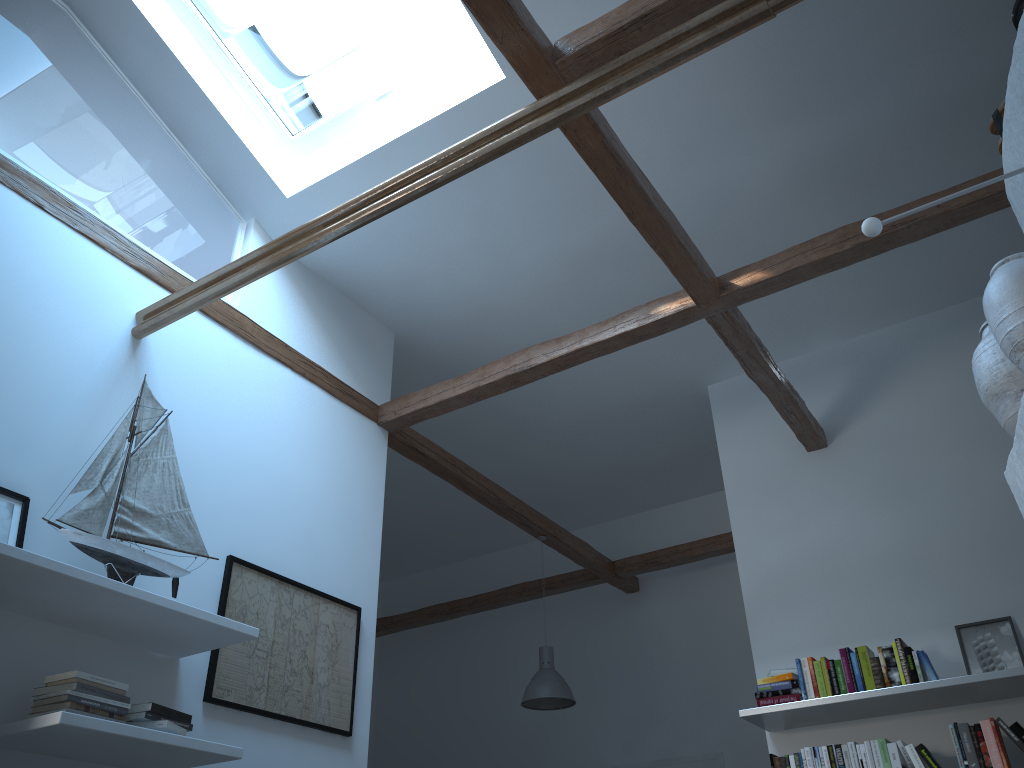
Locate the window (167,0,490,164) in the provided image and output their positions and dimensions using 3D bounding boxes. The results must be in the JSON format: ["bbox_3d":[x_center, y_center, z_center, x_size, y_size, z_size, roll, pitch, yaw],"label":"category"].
[{"bbox_3d":[-4.985,-0.519,3.273,8.018,4.249,5.959,-20,-37,26],"label":"window"}]

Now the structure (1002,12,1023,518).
[{"bbox_3d":[2.281,-0.895,1.622,3.049,4.752,3.058,-26,-41,33],"label":"structure"}]

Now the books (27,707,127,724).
[{"bbox_3d":[-1.471,1.151,2.993,0.192,0.043,0.248,-17,-36,22],"label":"books"}]

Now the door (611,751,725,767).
[{"bbox_3d":[1.265,3.897,6.589,0.974,2.074,0.170,-20,-37,26],"label":"door"}]

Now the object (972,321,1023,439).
[{"bbox_3d":[1.076,0.002,1.829,0.203,0.314,0.203,-10,-34,13],"label":"object"}]

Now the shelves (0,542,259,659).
[{"bbox_3d":[-1.629,0.697,3.023,0.478,0.038,1.604,-20,-37,26],"label":"shelves"}]

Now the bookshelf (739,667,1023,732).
[{"bbox_3d":[1.985,1.680,4.683,1.471,0.038,0.478,-20,-37,26],"label":"bookshelf"}]

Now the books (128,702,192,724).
[{"bbox_3d":[-1.308,1.204,3.218,0.179,0.029,0.225,-12,-34,16],"label":"books"}]

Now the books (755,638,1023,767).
[{"bbox_3d":[1.961,2.079,4.324,1.387,1.622,0.393,-17,-36,22],"label":"books"}]

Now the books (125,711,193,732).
[{"bbox_3d":[-1.309,1.232,3.213,0.175,0.024,0.243,-14,-35,19],"label":"books"}]

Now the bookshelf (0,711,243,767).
[{"bbox_3d":[-1.386,1.261,3.090,0.478,0.038,0.741,-20,-37,26],"label":"bookshelf"}]

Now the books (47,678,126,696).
[{"bbox_3d":[-1.474,1.061,3.076,0.143,0.020,0.215,-16,-36,22],"label":"books"}]

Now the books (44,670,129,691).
[{"bbox_3d":[-1.480,1.045,3.089,0.158,0.021,0.224,-17,-36,22],"label":"books"}]

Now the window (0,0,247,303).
[{"bbox_3d":[-2.408,-1.011,4.685,1.165,1.089,1.548,-20,-37,26],"label":"window"}]

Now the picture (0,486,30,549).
[{"bbox_3d":[-1.938,0.442,3.000,0.114,0.377,0.597,-20,-37,26],"label":"picture"}]

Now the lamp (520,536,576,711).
[{"bbox_3d":[0.243,1.721,6.552,0.390,1.248,0.390,-29,-42,35],"label":"lamp"}]

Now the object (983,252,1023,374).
[{"bbox_3d":[0.965,-0.109,1.619,0.158,0.274,0.158,9,-34,-16],"label":"object"}]

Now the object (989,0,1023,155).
[{"bbox_3d":[1.171,-0.795,1.768,0.311,0.094,0.783,-11,-34,15],"label":"object"}]

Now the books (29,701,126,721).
[{"bbox_3d":[-1.470,1.124,3.012,0.175,0.023,0.249,-14,-35,19],"label":"books"}]

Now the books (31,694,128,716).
[{"bbox_3d":[-1.470,1.105,3.024,0.175,0.023,0.249,-17,-36,23],"label":"books"}]

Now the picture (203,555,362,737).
[{"bbox_3d":[-1.048,1.259,4.212,0.028,0.648,0.909,-20,-37,26],"label":"picture"}]

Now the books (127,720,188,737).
[{"bbox_3d":[-1.313,1.245,3.190,0.227,0.024,0.166,-5,-33,5],"label":"books"}]

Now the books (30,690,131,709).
[{"bbox_3d":[-1.479,1.098,3.048,0.192,0.014,0.255,-19,-37,25],"label":"books"}]

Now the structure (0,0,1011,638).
[{"bbox_3d":[-2.022,-0.472,4.728,15.910,3.562,10.230,-24,-39,31],"label":"structure"}]

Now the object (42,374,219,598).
[{"bbox_3d":[-1.460,0.433,3.568,0.140,0.989,0.789,-20,-37,26],"label":"object"}]

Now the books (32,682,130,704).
[{"bbox_3d":[-1.481,1.080,3.059,0.193,0.028,0.245,-14,-35,18],"label":"books"}]
